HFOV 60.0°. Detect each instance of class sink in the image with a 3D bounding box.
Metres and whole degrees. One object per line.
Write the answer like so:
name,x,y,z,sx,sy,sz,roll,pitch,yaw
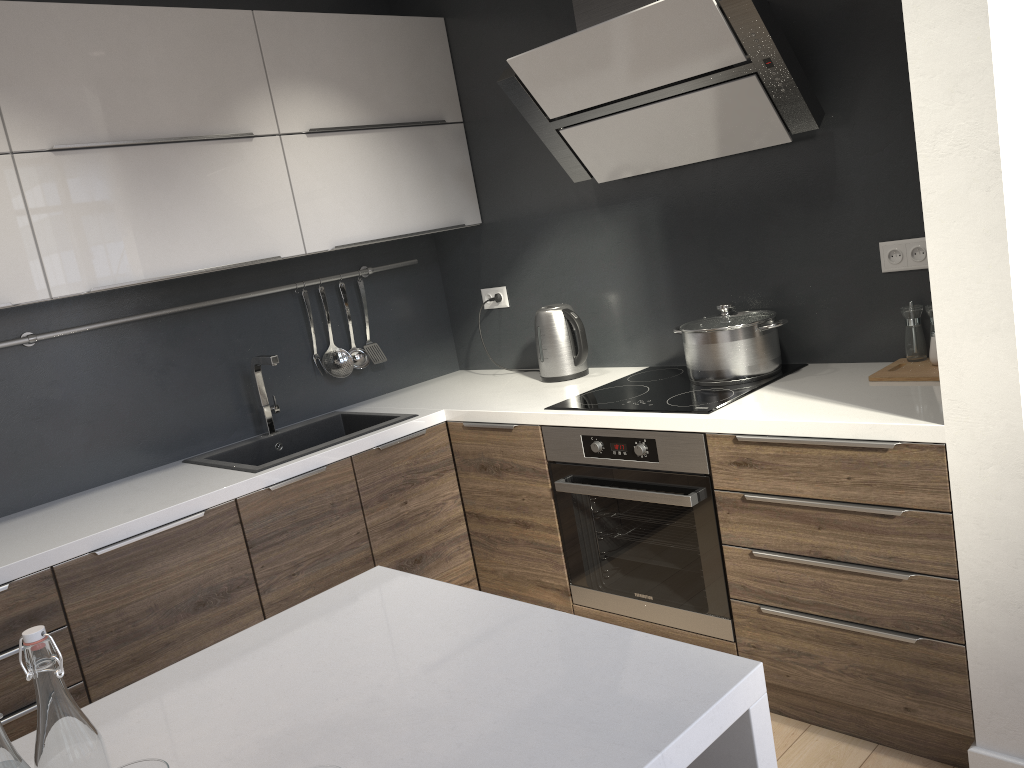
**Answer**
sink,-0.719,0.154,2.997,0.626,0.518,0.512,-20,13,-42

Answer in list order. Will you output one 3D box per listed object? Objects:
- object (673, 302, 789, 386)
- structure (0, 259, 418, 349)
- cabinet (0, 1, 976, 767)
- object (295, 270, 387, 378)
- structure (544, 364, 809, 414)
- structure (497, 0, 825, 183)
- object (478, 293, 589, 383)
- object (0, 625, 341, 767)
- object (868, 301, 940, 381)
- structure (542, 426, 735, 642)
object,0.661,-0.135,2.685,0.288,0.223,0.315,-11,10,-2
structure,-1.453,-0.136,2.676,3.000,0.045,0.050,-20,13,-42
cabinet,-1.113,0.133,1.380,4.694,2.501,2.402,-20,13,-42
object,-0.660,-0.227,3.424,0.320,0.389,0.069,-19,13,-41
structure,0.498,0.008,2.717,0.550,0.006,0.600,-20,13,-42
structure,0.355,-1.130,2.575,0.407,0.998,0.898,-20,13,-42
object,0.077,-0.184,3.339,0.179,0.318,0.590,-18,12,-35
object,-0.328,0.360,0.827,0.323,0.267,0.148,-8,10,12
object,1.105,-0.187,2.279,0.221,0.316,0.330,-20,13,-42
structure,0.528,0.352,2.745,0.584,0.588,0.587,-20,13,-42
